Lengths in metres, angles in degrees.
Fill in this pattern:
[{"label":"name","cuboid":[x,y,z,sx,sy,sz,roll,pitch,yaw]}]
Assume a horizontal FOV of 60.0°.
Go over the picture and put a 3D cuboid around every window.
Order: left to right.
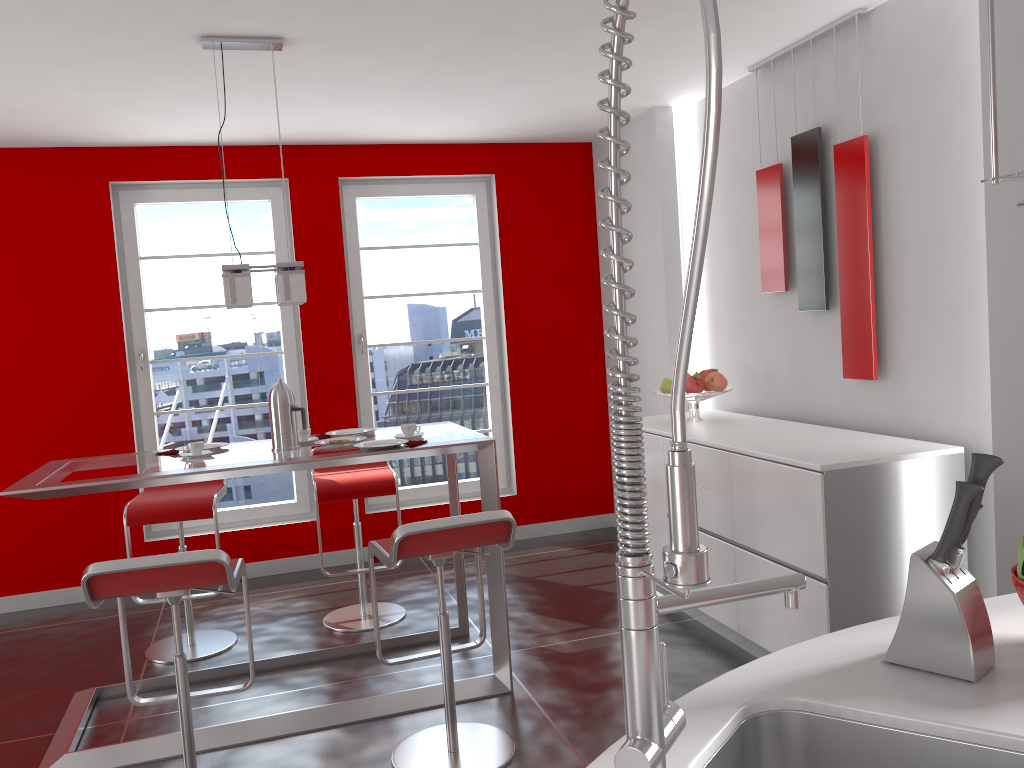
[{"label":"window","cuboid":[-1.793,-0.162,5.407,0.938,2.038,0.117,-5,4,-16]},{"label":"window","cuboid":[-0.551,-0.273,5.775,0.938,2.038,0.117,-5,4,-16]}]

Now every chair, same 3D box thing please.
[{"label":"chair","cuboid":[-1.020,0.899,2.728,0.418,0.857,0.460,-5,4,-12]},{"label":"chair","cuboid":[-1.565,0.831,4.239,0.418,0.857,0.460,-5,4,-9]},{"label":"chair","cuboid":[-0.781,0.759,4.491,0.418,0.857,0.460,-5,4,-14]},{"label":"chair","cuboid":[-0.220,0.828,2.960,0.418,0.857,0.460,-5,4,-21]}]

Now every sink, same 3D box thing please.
[{"label":"sink","cuboid":[0.451,0.567,1.072,0.428,0.172,0.326,-1,5,34]}]

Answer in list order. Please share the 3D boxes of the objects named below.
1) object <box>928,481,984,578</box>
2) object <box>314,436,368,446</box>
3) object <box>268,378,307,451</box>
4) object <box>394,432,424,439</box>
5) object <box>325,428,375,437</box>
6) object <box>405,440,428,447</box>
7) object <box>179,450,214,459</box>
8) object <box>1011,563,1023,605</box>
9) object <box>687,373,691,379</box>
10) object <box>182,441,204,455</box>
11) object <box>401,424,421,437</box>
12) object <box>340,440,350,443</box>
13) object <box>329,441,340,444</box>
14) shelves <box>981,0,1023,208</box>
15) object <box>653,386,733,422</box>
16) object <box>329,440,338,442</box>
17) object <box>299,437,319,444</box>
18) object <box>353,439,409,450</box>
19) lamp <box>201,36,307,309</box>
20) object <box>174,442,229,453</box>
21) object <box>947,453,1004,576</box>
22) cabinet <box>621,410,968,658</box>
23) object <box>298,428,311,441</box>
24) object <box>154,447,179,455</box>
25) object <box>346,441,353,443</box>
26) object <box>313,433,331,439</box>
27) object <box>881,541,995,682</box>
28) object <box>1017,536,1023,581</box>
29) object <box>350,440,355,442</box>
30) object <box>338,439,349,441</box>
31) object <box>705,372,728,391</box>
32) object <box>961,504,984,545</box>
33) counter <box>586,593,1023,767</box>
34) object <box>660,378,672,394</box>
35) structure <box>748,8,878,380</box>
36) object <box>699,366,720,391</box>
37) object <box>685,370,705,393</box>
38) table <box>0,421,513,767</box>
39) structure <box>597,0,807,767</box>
[{"label":"object","cuboid":[0.631,0.279,1.310,0.130,0.279,0.012,0,6,44]},{"label":"object","cuboid":[-0.693,0.235,3.589,0.217,0.015,0.217,-2,4,21]},{"label":"object","cuboid":[-0.896,0.116,3.535,0.149,0.287,0.113,-5,4,-8]},{"label":"object","cuboid":[-0.421,0.214,3.626,0.119,0.016,0.119,-4,4,3]},{"label":"object","cuboid":[-0.709,0.215,3.887,0.217,0.015,0.217,-7,5,-41]},{"label":"object","cuboid":[-0.369,0.225,3.440,0.095,0.012,0.234,-5,4,-16]},{"label":"object","cuboid":[-1.243,0.280,3.500,0.119,0.016,0.119,-7,5,-36]},{"label":"object","cuboid":[0.895,0.351,1.356,0.228,0.118,0.229,0,6,45]},{"label":"object","cuboid":[0.889,-0.010,4.604,0.096,0.105,0.117,-3,4,13]},{"label":"object","cuboid":[-1.252,0.256,3.499,0.078,0.049,0.062,-4,4,6]},{"label":"object","cuboid":[-0.415,0.189,3.627,0.078,0.049,0.062,-5,4,-17]},{"label":"object","cuboid":[-0.672,0.231,3.559,0.034,0.006,0.036,-6,5,-28]},{"label":"object","cuboid":[-0.714,0.234,3.563,0.036,0.006,0.034,-3,4,7]},{"label":"shelves","cuboid":[1.276,-0.834,1.385,0.934,1.023,0.462,-5,4,-16]},{"label":"object","cuboid":[0.924,0.108,4.506,0.398,0.159,0.398,-1,5,33]},{"label":"object","cuboid":[-0.726,0.232,3.603,0.034,0.006,0.036,-4,4,-4]},{"label":"object","cuboid":[-0.871,0.239,3.718,0.119,0.016,0.119,-5,4,-19]},{"label":"object","cuboid":[-0.503,0.234,3.407,0.217,0.015,0.217,-2,4,20]},{"label":"lamp","cuboid":[-1.011,-0.821,3.479,0.304,1.025,0.304,-5,4,-16]},{"label":"object","cuboid":[-1.296,0.268,3.707,0.217,0.015,0.217,-3,4,7]},{"label":"object","cuboid":[0.656,0.260,1.321,0.150,0.322,0.014,0,6,44]},{"label":"cabinet","cuboid":[1.120,0.649,4.025,0.610,0.880,1.802,-5,4,-16]},{"label":"object","cuboid":[-0.880,0.215,3.719,0.078,0.049,0.062,-2,4,23]},{"label":"object","cuboid":[-1.429,0.282,3.670,0.095,0.012,0.234,-5,4,-18]},{"label":"object","cuboid":[-0.653,0.235,3.561,0.036,0.006,0.034,-5,4,-16]},{"label":"object","cuboid":[-0.842,0.228,3.851,0.095,0.012,0.234,-5,4,-18]},{"label":"object","cuboid":[0.643,0.336,1.347,0.091,0.178,0.137,-8,6,-43]},{"label":"object","cuboid":[0.882,0.299,1.348,0.198,0.182,0.193,-5,4,-11]},{"label":"object","cuboid":[-0.654,0.233,3.598,0.036,0.006,0.034,-7,5,-33]},{"label":"object","cuboid":[-0.685,0.229,3.600,0.036,0.006,0.034,-2,4,21]},{"label":"object","cuboid":[1.028,-0.012,4.435,0.121,0.101,0.097,-7,5,-38]},{"label":"object","cuboid":[0.670,0.271,1.347,0.091,0.197,0.009,0,6,44]},{"label":"counter","cuboid":[0.927,0.891,0.774,1.868,0.880,2.865,-3,4,17]},{"label":"object","cuboid":[0.801,0.012,4.488,0.100,0.086,0.083,-1,5,33]},{"label":"structure","cuboid":[1.341,-0.783,4.002,0.040,1.503,0.820,-5,4,-16]},{"label":"object","cuboid":[1.002,-0.027,4.560,0.117,0.129,0.150,-2,5,31]},{"label":"object","cuboid":[0.899,-0.008,4.407,0.097,0.133,0.117,-6,4,-27]},{"label":"table","cuboid":[-0.955,0.763,3.575,1.700,1.000,0.800,-5,4,-16]},{"label":"structure","cuboid":[0.174,0.030,0.896,0.178,0.920,0.308,-2,4,27]}]
